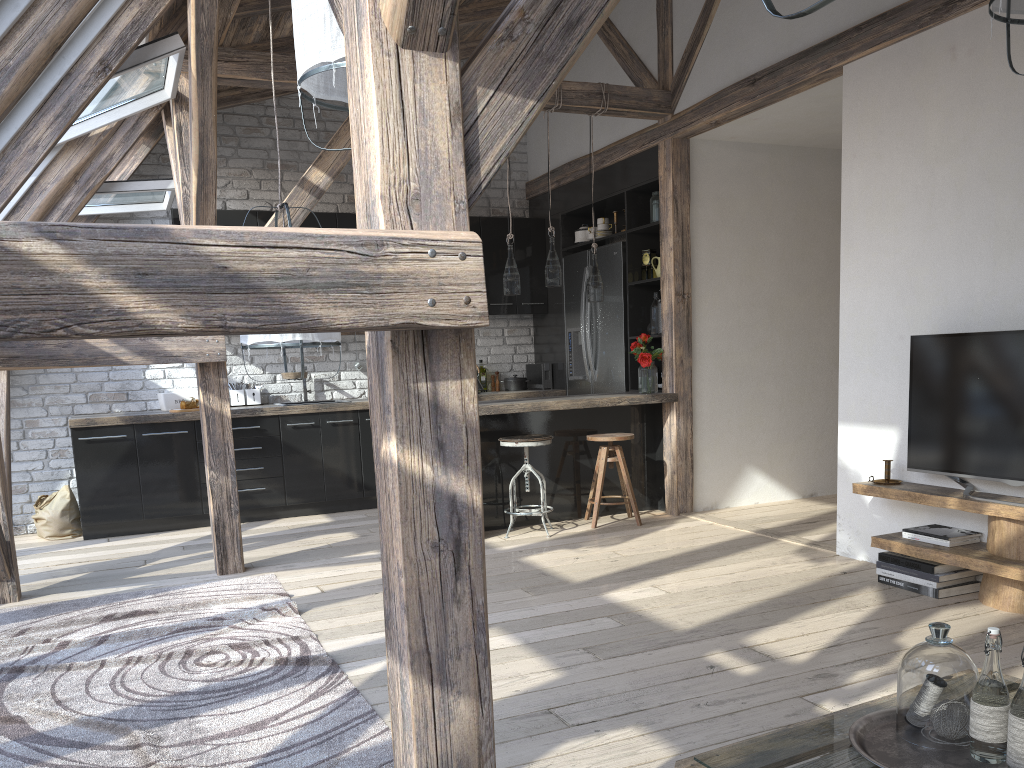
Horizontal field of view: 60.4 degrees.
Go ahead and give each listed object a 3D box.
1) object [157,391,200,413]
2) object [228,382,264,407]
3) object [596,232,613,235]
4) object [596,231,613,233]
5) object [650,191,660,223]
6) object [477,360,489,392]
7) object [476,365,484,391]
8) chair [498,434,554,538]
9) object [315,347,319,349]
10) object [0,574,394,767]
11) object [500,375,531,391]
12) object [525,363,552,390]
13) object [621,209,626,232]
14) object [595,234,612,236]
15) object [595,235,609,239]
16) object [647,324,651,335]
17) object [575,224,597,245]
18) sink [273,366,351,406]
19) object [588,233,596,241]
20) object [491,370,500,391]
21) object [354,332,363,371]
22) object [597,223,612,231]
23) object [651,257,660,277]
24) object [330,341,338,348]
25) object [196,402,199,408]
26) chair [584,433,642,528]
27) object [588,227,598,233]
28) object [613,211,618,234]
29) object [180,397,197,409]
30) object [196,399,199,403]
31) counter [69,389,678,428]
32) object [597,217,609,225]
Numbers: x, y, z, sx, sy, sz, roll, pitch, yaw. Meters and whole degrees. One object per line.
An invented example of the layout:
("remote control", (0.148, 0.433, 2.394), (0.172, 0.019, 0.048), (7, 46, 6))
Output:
("object", (-2.401, 0.129, 6.563), (0.379, 0.135, 0.587), (-4, 3, -35))
("object", (-2.146, 0.075, 6.877), (0.403, 0.204, 0.146), (-4, 6, -22))
("object", (0.707, -1.153, 6.800), (0.149, 0.026, 0.147), (-2, 2, 18))
("object", (0.707, -1.165, 6.798), (0.149, 0.026, 0.147), (-2, 2, 18))
("object", (1.014, -1.214, 6.064), (0.124, 0.210, 0.123), (-5, 7, -19))
("object", (-0.253, -0.071, 7.714), (0.089, 0.287, 0.081), (-7, 9, -28))
("object", (-0.348, -0.064, 7.371), (0.220, 0.239, 0.220), (-6, 6, -34))
("chair", (0.101, 0.651, 5.673), (0.354, 0.646, 0.348), (-1, 7, 10))
("object", (-1.573, -0.351, 7.106), (0.117, 0.141, 0.092), (-5, 7, -22))
("object", (-1.694, 1.096, 3.014), (2.179, 0.057, 3.162), (-3, 2, -23))
("object", (0.031, -0.012, 7.749), (0.246, 0.143, 0.207), (-4, 4, -25))
("object", (0.236, -0.066, 7.780), (0.087, 0.230, 0.349), (-6, 5, -24))
("object", (0.841, -1.200, 6.429), (0.095, 0.175, 0.095), (3, 9, 39))
("object", (0.708, -1.142, 6.802), (0.149, 0.026, 0.147), (-2, 2, 18))
("object", (0.709, -1.130, 6.804), (0.149, 0.023, 0.147), (-2, 2, 3))
("object", (1.057, -0.467, 6.454), (0.132, 0.223, 0.130), (-4, 7, -12))
("object", (0.598, -1.211, 7.148), (0.186, 0.177, 0.205), (-1, 5, 17))
("sink", (-1.578, 0.120, 6.907), (0.524, 0.523, 0.509), (-5, 6, -24))
("object", (0.654, -1.153, 6.938), (0.106, 0.068, 0.093), (0, 5, 28))
("object", (-0.148, -0.027, 7.787), (0.080, 0.186, 0.039), (-4, 8, -11))
("object", (-1.278, -0.274, 7.251), (0.070, 0.331, 0.065), (-6, 9, -23))
("object", (0.711, -1.197, 6.791), (0.106, 0.068, 0.093), (-3, 4, -13))
("object", (1.083, -0.828, 6.222), (0.134, 0.173, 0.148), (-7, 7, -37))
("object", (-1.470, -0.357, 7.142), (0.117, 0.141, 0.092), (-3, 7, -7))
("object", (-2.291, 0.149, 6.448), (0.083, 0.058, 0.071), (1, 6, 42))
("chair", (0.668, 0.639, 5.911), (0.341, 0.605, 0.336), (-3, 7, -4))
("object", (0.646, -1.199, 6.928), (0.094, 0.068, 0.104), (-2, 4, 4))
("object", (0.776, -1.199, 6.572), (0.059, 0.170, 0.059), (-9, 10, -38))
("object", (-2.356, 0.140, 6.394), (0.086, 0.089, 0.089), (2, 7, 43))
("object", (-2.337, 0.146, 6.483), (0.079, 0.068, 0.073), (1, 6, 38))
("counter", (-1.041, 0.577, 6.316), (3.797, 0.865, 2.224), (-3, 3, -24))
("object", (0.707, -1.242, 6.778), (0.093, 0.068, 0.105), (-6, 5, -38))
